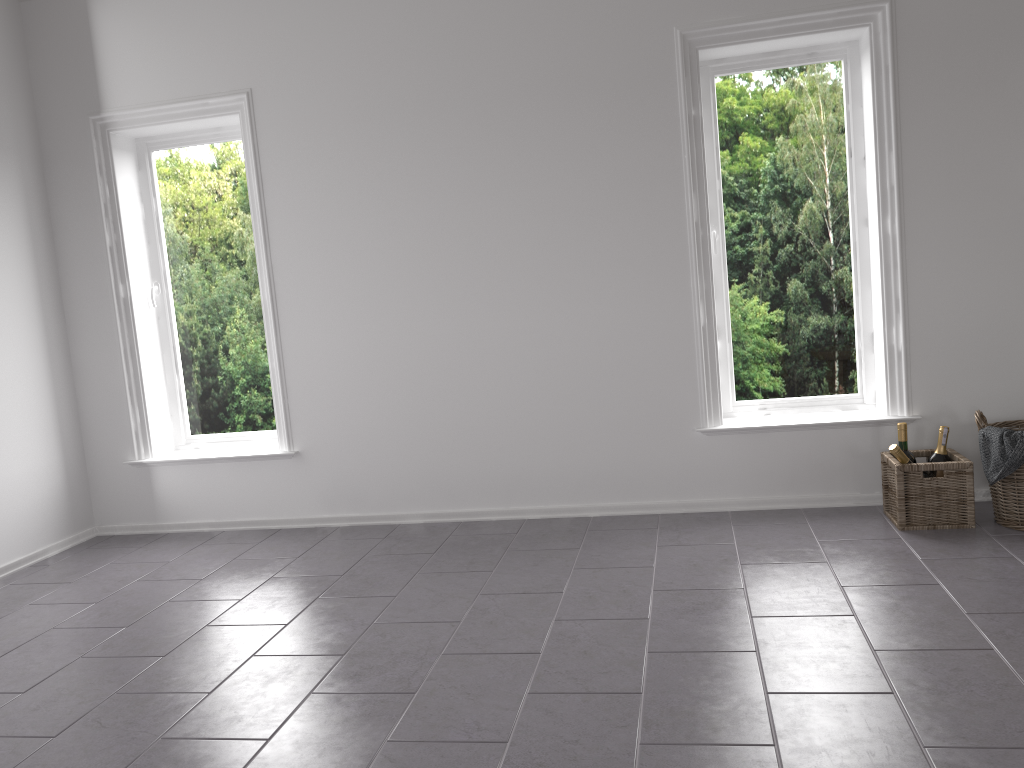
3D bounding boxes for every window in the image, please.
[{"bbox_3d":[1.235,-0.662,3.965,0.685,1.655,0.117,-4,6,11],"label":"window"},{"bbox_3d":[-1.510,-0.471,4.514,0.685,1.655,0.117,-4,6,11],"label":"window"}]

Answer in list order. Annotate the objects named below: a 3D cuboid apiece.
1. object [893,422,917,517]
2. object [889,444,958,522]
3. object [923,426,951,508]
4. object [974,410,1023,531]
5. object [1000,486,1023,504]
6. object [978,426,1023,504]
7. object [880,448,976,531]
[{"bbox_3d":[1.583,0.344,3.580,0.095,0.377,0.095,-11,8,-42],"label":"object"},{"bbox_3d":[1.607,0.382,3.455,0.284,0.332,0.095,-6,6,-10],"label":"object"},{"bbox_3d":[1.697,0.349,3.560,0.127,0.361,0.094,-4,6,11],"label":"object"},{"bbox_3d":[1.984,0.312,3.344,0.393,0.432,0.393,-5,6,-2],"label":"object"},{"bbox_3d":[1.983,0.329,3.301,0.290,0.356,0.349,-5,6,5],"label":"object"},{"bbox_3d":[1.924,0.317,3.305,0.367,0.332,0.303,-9,7,-33],"label":"object"},{"bbox_3d":[1.640,0.419,3.512,0.276,0.270,0.276,-4,6,11],"label":"object"}]
